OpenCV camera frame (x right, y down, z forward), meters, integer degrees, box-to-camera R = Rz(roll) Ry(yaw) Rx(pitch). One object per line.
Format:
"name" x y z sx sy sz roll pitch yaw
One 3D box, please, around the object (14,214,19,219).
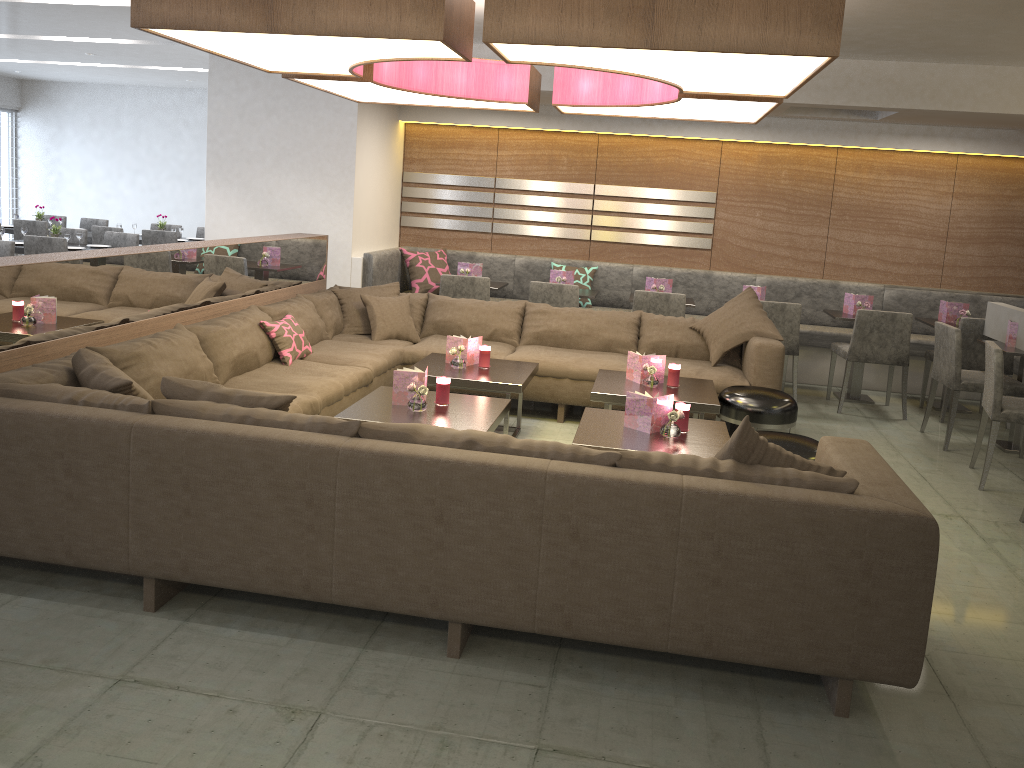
"object" -5.832 -1.934 10.400 0.053 0.138 0.054 -2 10 -33

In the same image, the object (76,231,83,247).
"object" -4.069 -1.365 8.314 0.053 0.138 0.054 -2 10 -33

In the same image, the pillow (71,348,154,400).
"pillow" -1.425 0.073 3.259 0.507 0.352 0.299 13 13 40

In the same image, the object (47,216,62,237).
"object" -4.227 -1.415 8.176 0.155 0.273 0.105 5 8 6

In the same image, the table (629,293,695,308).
"table" 1.168 -0.357 7.065 0.506 0.647 0.511 5 10 9

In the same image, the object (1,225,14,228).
"object" -5.744 -1.789 10.043 0.217 0.015 0.220 1 12 -13

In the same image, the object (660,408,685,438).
"object" 0.714 0.160 3.833 0.096 0.124 0.194 12 13 39

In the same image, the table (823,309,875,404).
"table" 2.676 -0.203 6.830 0.506 0.647 0.511 5 10 9

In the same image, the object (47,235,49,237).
"object" -4.297 -1.334 8.193 0.070 0.099 0.206 0 12 -21

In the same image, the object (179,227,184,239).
"object" -3.774 -1.724 10.079 0.053 0.138 0.054 -2 10 -33

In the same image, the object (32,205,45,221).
"object" -5.430 -1.923 10.152 0.155 0.273 0.105 5 8 6

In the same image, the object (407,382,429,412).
"object" -0.423 0.056 3.947 0.095 0.128 0.102 3 10 -8

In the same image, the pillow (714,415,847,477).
"pillow" 0.749 0.268 2.777 0.531 0.400 0.283 3 9 -3

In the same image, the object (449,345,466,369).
"object" -0.304 -0.154 4.951 0.102 0.130 0.093 -1 10 -26

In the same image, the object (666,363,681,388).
"object" 0.886 -0.048 4.843 0.075 0.127 0.076 -1 10 -28

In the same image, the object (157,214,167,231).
"object" -3.936 -1.770 9.919 0.155 0.273 0.105 5 8 6

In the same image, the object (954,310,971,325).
"object" 3.358 -0.498 6.599 0.099 0.124 0.098 0 10 -21

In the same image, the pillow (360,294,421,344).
"pillow" -0.804 -0.429 5.888 0.381 0.319 0.237 -4 12 -36

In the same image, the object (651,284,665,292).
"object" 1.145 -0.724 6.944 0.095 0.124 0.103 -1 11 -27

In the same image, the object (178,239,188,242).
"object" -3.674 -1.578 9.720 0.216 0.015 0.220 2 12 -11

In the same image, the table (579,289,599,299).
"table" 0.413 -0.433 7.183 0.506 0.647 0.511 5 10 9

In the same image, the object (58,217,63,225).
"object" -5.263 -1.876 10.311 0.053 0.138 0.054 -2 10 -33

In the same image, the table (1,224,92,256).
"table" -5.453 -1.481 10.232 1.190 0.627 0.786 6 11 9

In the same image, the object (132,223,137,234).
"object" -4.342 -1.782 10.167 0.053 0.138 0.054 -2 10 -33

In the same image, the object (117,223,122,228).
"object" -4.390 -1.724 9.882 0.053 0.138 0.054 -2 10 -33

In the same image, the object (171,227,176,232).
"object" -3.766 -1.672 9.836 0.053 0.138 0.054 -2 10 -33

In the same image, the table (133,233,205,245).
"table" -3.959 -1.329 9.999 1.190 0.627 0.786 6 11 9

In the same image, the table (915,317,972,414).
"table" 3.361 -0.133 6.723 0.506 0.647 0.511 5 10 9

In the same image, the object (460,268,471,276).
"object" -0.373 -0.879 7.179 0.107 0.124 0.095 -4 12 -38

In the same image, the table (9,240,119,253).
"table" -4.250 -0.974 8.256 1.190 0.627 0.786 6 11 9

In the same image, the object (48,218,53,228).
"object" -5.255 -1.823 10.069 0.053 0.138 0.054 -2 10 -33

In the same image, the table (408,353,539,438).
"table" -0.230 0.109 5.029 0.658 0.407 0.665 6 11 9

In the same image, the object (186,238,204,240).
"object" -3.611 -1.655 10.097 0.217 0.015 0.219 9 13 24

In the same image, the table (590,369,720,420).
"table" 0.771 0.211 4.873 0.658 0.407 0.665 6 11 9

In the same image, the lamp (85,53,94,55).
"lamp" -4.249 -3.315 8.890 0.089 0.007 0.090 -5 15 -35

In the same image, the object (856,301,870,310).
"object" 2.664 -0.568 6.703 0.107 0.124 0.093 12 12 40

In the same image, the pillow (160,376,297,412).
"pillow" -0.964 0.141 3.078 0.494 0.335 0.316 5 10 3

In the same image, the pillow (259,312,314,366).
"pillow" -1.259 -0.255 4.971 0.180 0.249 0.469 5 11 4

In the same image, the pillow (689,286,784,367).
"pillow" 1.431 -0.366 5.635 0.623 0.507 0.301 8 10 22

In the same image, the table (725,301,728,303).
"table" 1.922 -0.280 6.948 0.506 0.647 0.511 5 10 9

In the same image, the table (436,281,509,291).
"table" -0.341 -0.510 7.300 0.506 0.647 0.511 5 10 9

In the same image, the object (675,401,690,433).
"object" 0.748 0.146 3.896 0.075 0.127 0.076 -1 10 -28

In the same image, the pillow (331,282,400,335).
"pillow" -0.960 -0.498 6.022 0.526 0.390 0.295 0 10 -22

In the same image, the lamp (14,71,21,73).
"lamp" -6.232 -3.936 11.146 0.089 0.007 0.090 -5 15 -35

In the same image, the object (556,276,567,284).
"object" 0.382 -0.803 7.069 0.092 0.124 0.111 12 13 41

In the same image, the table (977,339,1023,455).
"table" 3.265 0.099 5.614 0.506 0.647 0.511 5 10 9

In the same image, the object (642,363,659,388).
"object" 0.758 -0.048 4.804 0.095 0.128 0.107 -2 11 -31

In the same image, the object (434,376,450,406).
"object" -0.320 0.031 4.091 0.075 0.127 0.076 1 9 -18

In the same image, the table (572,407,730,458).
"table" 0.607 0.411 3.892 0.658 0.407 0.665 6 11 9

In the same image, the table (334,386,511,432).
"table" -0.394 0.308 4.048 0.658 0.407 0.665 6 11 9
